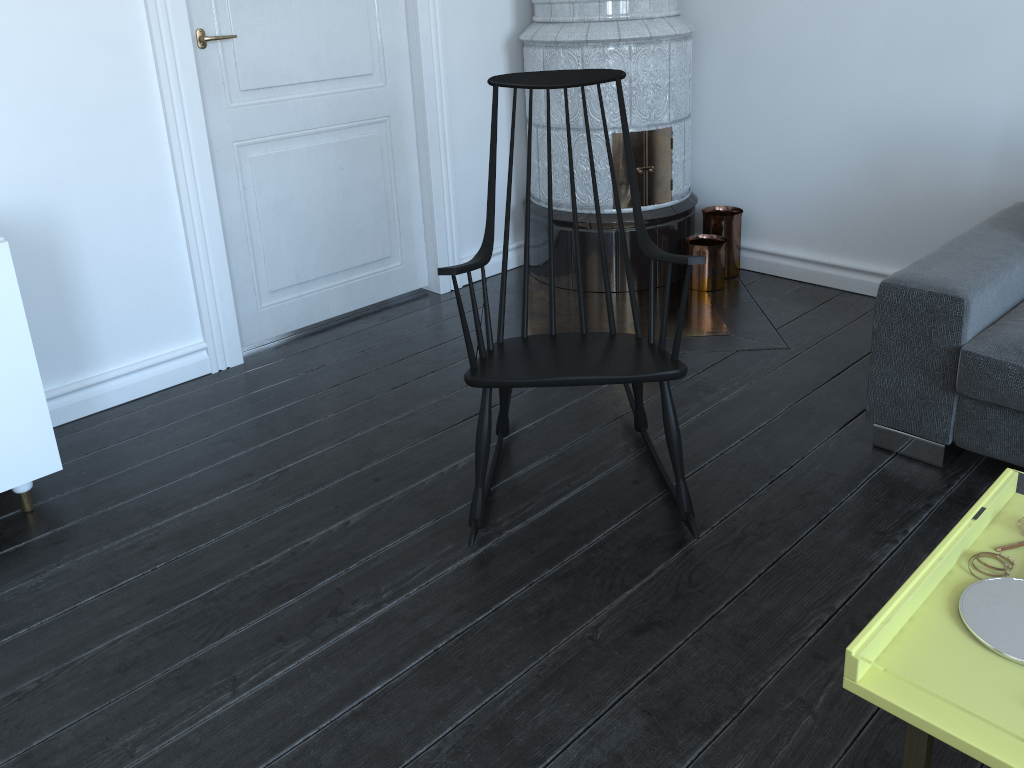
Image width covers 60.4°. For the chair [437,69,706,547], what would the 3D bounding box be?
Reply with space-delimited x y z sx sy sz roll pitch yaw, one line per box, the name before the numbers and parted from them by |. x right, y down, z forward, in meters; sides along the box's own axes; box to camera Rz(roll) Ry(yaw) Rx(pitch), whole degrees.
chair | 0.145 -0.257 2.277 0.612 0.968 0.942 -2 22 2

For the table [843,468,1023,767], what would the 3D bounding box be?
table | 1.148 0.621 0.925 0.613 0.385 1.427 -23 31 -38

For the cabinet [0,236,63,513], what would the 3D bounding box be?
cabinet | -1.774 0.124 1.973 1.227 0.708 0.600 -24 29 -39

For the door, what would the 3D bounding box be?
door | -0.736 -1.370 3.121 0.118 2.384 1.194 16 27 43

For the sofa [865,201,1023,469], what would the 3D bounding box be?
sofa | 2.118 0.002 1.798 1.107 0.697 2.417 -23 31 -38

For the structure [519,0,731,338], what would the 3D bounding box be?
structure | 0.373 -1.751 3.344 0.778 2.784 1.318 -2 20 2

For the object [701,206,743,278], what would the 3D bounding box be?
object | 0.907 -0.614 3.811 0.179 0.270 0.176 -21 27 -40

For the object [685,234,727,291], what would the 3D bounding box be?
object | 0.809 -0.506 3.680 0.176 0.192 0.176 12 26 34
